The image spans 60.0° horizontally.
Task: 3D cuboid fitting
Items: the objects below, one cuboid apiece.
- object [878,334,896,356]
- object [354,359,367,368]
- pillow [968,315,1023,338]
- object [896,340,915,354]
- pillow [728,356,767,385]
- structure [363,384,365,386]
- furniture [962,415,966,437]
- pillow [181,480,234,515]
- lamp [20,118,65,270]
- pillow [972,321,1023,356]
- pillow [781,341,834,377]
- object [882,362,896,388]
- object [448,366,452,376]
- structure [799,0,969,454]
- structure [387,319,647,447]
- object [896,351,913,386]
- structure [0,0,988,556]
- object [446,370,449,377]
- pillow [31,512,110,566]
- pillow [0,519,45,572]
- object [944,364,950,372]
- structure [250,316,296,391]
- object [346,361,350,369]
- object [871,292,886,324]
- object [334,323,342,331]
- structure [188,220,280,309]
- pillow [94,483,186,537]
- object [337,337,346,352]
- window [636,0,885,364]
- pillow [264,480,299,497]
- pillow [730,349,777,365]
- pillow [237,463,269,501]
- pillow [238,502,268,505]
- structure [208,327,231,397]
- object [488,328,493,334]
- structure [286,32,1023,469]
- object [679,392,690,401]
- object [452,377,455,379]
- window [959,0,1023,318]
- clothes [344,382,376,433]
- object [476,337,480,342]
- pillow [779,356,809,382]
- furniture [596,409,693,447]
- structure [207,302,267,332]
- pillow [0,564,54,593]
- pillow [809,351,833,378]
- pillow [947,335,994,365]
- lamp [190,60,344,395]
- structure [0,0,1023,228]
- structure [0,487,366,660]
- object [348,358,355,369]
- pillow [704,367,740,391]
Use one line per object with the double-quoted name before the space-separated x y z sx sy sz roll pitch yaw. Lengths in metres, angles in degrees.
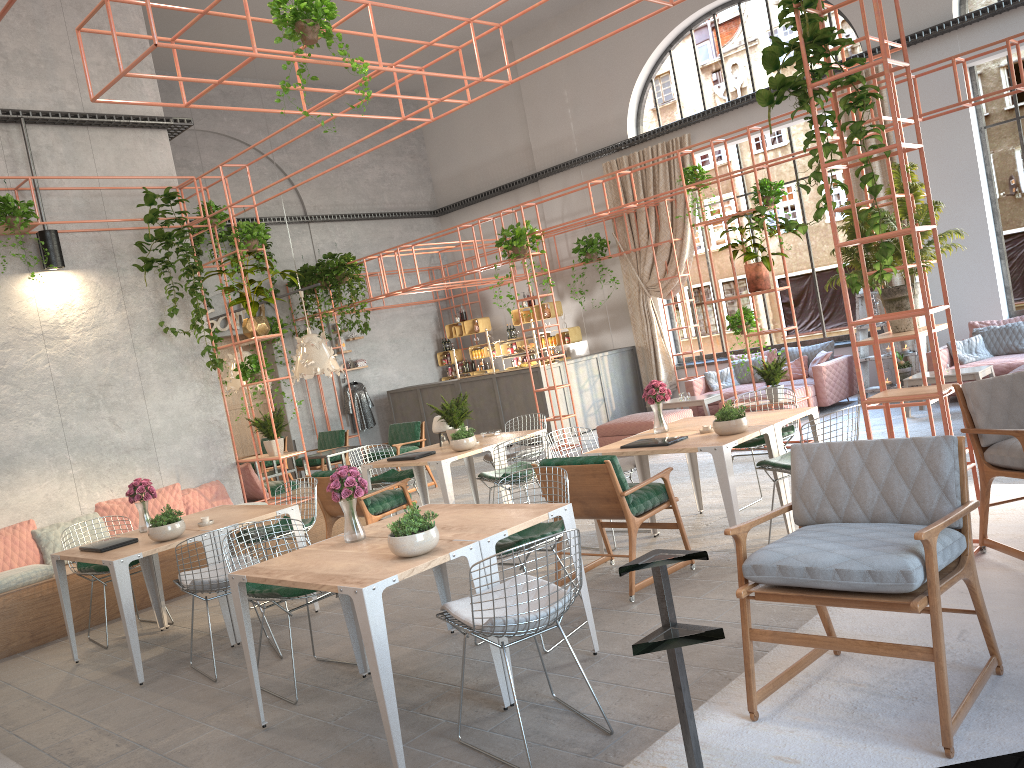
"object" 5.083 -0.540 11.990 0.223 0.297 0.223 -12 3 -26
"object" -2.924 -0.402 17.094 0.129 0.149 0.219 -8 4 45
"pillow" 6.155 -0.597 11.101 0.839 0.474 0.276 -8 4 45
"object" 5.215 -0.624 11.797 0.216 0.430 0.219 -9 4 38
"pillow" 3.565 -0.191 13.497 0.666 0.385 0.289 -8 4 45
"structure" -2.876 0.017 17.180 0.019 0.044 0.066 -8 4 45
"furniture" 5.027 0.173 8.624 0.976 0.446 0.941 -8 4 45
"pillow" -3.215 1.245 9.206 0.289 0.385 0.666 -8 4 40
"lamp" -4.471 -1.799 8.380 0.185 1.425 0.179 -8 4 45
"pillow" 6.048 -0.540 11.005 0.666 0.385 0.289 -8 4 45
"pillow" 4.301 -0.334 12.945 0.836 0.476 0.273 -8 4 45
"object" 5.035 -0.120 11.931 0.208 0.320 0.192 -13 4 -39
"object" -1.277 -0.265 18.308 0.070 0.209 0.070 -9 3 35
"structure" 2.507 -0.817 5.875 0.424 3.602 0.624 -8 4 45
"structure" -0.051 -0.057 16.472 4.057 2.022 2.579 -8 4 45
"object" 5.175 -0.213 11.734 0.236 0.464 0.225 -10 3 23
"structure" -3.980 -0.285 8.173 14.096 4.345 4.501 -8 4 44
"object" -1.323 -0.219 18.379 0.073 0.131 0.073 -12 3 -20
"pillow" -4.095 1.458 8.299 0.289 0.385 0.666 -8 4 40
"pillow" -4.560 1.519 7.857 0.276 0.474 0.839 -9 3 35
"object" 4.931 -0.141 10.218 0.199 0.145 0.156 -12 3 -30
"structure" -4.393 -0.659 15.932 0.921 1.527 0.950 -8 4 43
"object" -3.126 -0.359 16.875 0.063 0.151 0.063 -9 3 31
"object" 4.965 -1.074 12.157 0.216 0.500 0.216 -11 3 -13
"object" -3.297 -1.083 16.802 0.133 0.145 0.133 -10 3 7
"structure" -4.940 -2.021 15.290 0.856 1.514 1.939 -9 4 39
"pillow" -3.650 1.302 8.733 0.839 0.474 0.276 -12 3 -25
"object" -3.241 -0.785 16.826 0.136 0.336 0.145 -12 3 -31
"window" 3.894 -3.288 14.143 4.127 5.538 0.089 -8 4 45
"pillow" -2.902 1.260 10.535 0.491 0.149 0.637 -14 4 -44
"pillow" 3.672 -0.248 13.592 0.839 0.474 0.276 -8 4 45
"pillow" -3.151 1.138 10.151 0.839 0.474 0.276 -9 3 35
"pillow" -2.860 1.330 8.978 0.637 0.149 0.491 -14 4 -44
"structure" -5.274 -0.463 14.966 0.921 1.527 0.950 -11 3 -12
"object" -0.405 -0.958 17.520 0.075 0.273 0.075 -10 3 11
"structure" 2.427 -1.148 12.420 14.689 4.247 4.157 -8 4 45
"object" 2.448 0.208 12.710 0.199 0.145 0.156 -12 3 -30
"object" -1.196 -0.020 18.502 0.074 0.243 0.254 -12 3 -15
"window" 7.636 -3.811 10.390 4.126 5.544 0.089 -8 4 45
"clothes" -2.908 0.445 16.970 0.366 0.997 0.625 -9 3 25
"object" -0.665 -0.856 17.620 0.083 0.159 0.083 -13 3 -36
"pillow" 4.046 -0.214 12.843 0.479 0.317 0.441 -9 3 26
"furniture" 1.796 0.627 11.866 0.976 0.446 0.941 -8 4 45
"structure" -4.862 -1.187 15.402 0.063 0.505 1.312 -8 4 45
"pillow" -4.279 1.673 7.516 0.637 0.149 0.491 -14 4 -44
"pillow" 4.322 -0.268 12.485 0.308 0.349 0.495 -11 3 5
"pillow" 5.685 -0.417 10.962 0.500 0.324 0.307 -11 3 -10
"lamp" -4.072 -1.850 12.332 4.456 4.052 0.704 -8 4 45
"structure" -1.522 -3.113 8.359 15.203 0.110 15.603 -8 4 45
"structure" -5.184 2.013 10.242 5.831 0.500 4.386 -8 4 45
"object" -3.078 -0.398 16.940 0.081 0.204 0.081 -8 4 45
"pillow" 3.202 -0.068 13.453 0.500 0.324 0.307 -11 3 -10
